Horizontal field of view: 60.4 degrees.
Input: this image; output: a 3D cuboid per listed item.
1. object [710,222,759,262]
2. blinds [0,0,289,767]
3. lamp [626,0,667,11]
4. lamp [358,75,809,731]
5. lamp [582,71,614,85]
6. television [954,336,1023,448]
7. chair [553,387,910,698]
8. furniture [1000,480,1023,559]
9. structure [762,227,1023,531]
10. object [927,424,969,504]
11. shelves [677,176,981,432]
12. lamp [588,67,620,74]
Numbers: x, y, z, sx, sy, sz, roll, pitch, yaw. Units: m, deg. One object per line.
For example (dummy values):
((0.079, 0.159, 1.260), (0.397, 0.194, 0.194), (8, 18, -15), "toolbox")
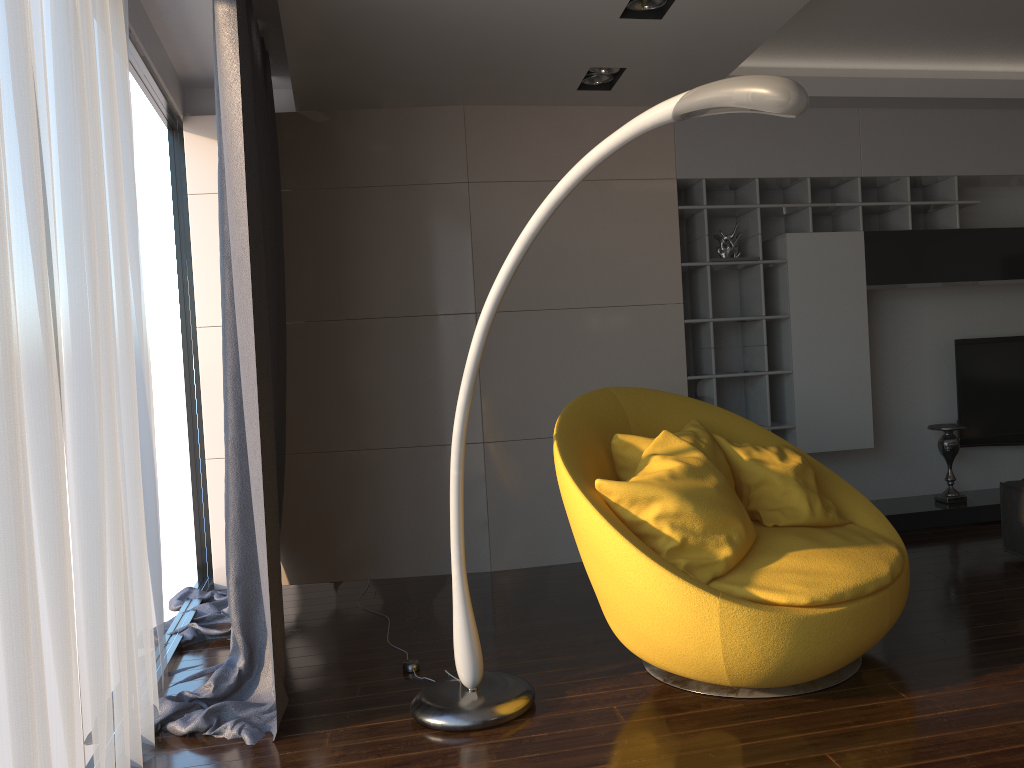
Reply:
((1.252, -0.817, 5.139), (0.290, 0.227, 0.279), (-3, 2, -9), "object")
((-0.672, -0.291, 1.071), (0.771, 2.893, 7.266), (-4, 2, -14), "blinds")
((0.532, -1.538, 3.514), (0.176, 0.077, 0.177), (-3, 2, 3), "lamp")
((-0.477, 0.173, 3.622), (0.610, 1.779, 4.034), (-4, 2, -28), "lamp")
((0.427, -1.559, 4.457), (0.176, 0.077, 0.177), (-3, 2, 3), "lamp")
((3.382, 0.038, 5.787), (1.125, 0.714, 0.141), (-3, 1, -12), "television")
((0.832, 0.500, 3.245), (1.603, 1.005, 1.074), (-5, 2, -43), "chair")
((2.975, 0.640, 3.978), (1.099, 0.440, 1.092), (-3, 2, 1), "furniture")
((3.059, -0.079, 5.543), (2.948, 1.766, 0.469), (-4, 1, -12), "structure")
((2.706, 0.490, 5.439), (0.247, 0.475, 0.232), (-4, 2, -17), "object")
((1.910, -0.415, 5.342), (1.964, 1.600, 0.370), (-4, 1, -12), "shelves")
((0.447, -1.555, 4.281), (0.174, 0.077, 0.180), (-3, 2, 10), "lamp")
